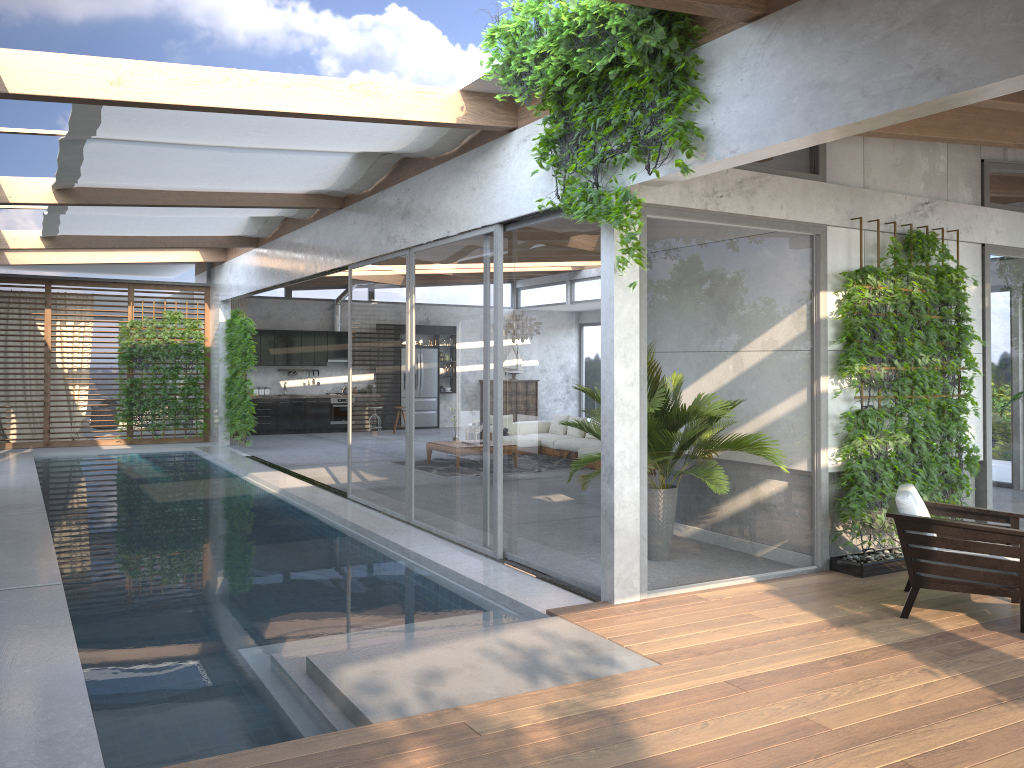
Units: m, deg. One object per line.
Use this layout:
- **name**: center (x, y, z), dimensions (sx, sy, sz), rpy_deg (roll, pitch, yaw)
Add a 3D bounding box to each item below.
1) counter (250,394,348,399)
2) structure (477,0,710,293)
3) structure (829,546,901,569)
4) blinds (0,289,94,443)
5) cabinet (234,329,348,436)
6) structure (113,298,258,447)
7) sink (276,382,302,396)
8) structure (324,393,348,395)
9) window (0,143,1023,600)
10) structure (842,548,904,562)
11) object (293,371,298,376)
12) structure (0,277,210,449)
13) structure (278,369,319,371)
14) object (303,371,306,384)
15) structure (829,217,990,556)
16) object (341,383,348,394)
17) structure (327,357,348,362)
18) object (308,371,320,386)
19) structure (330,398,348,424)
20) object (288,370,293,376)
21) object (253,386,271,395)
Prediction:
- **counter**: center (-4.816, 1.135, 19.813), dimensions (3.806, 0.061, 0.607), rpy_deg (1, -1, -29)
- **structure**: center (0.467, -1.348, 5.529), dimensions (0.918, 2.058, 1.821), rpy_deg (0, 1, -32)
- **structure**: center (2.719, 1.463, 8.290), dimensions (2.012, 0.596, 2.203), rpy_deg (1, -1, -29)
- **blinds**: center (-8.846, 0.437, 16.428), dimensions (2.087, 2.904, 0.692), rpy_deg (0, 1, -26)
- **cabinet**: center (-3.915, 0.714, 20.336), dimensions (5.901, 2.506, 0.709), rpy_deg (1, 1, -31)
- **structure**: center (-5.192, 0.414, 12.544), dimensions (2.740, 2.690, 10.281), rpy_deg (0, -1, -12)
- **sink**: center (-4.990, 1.072, 19.714), dimensions (0.526, 0.515, 0.514), rpy_deg (0, 0, -29)
- **structure**: center (-3.950, 1.101, 20.304), dimensions (0.605, 0.032, 0.496), rpy_deg (1, -1, -29)
- **window**: center (-0.650, -0.017, 14.043), dimensions (14.294, 3.768, 23.276), rpy_deg (1, -1, -29)
- **structure**: center (2.918, 1.602, 6.938), dimensions (0.928, 0.044, 0.231), rpy_deg (1, -1, -29)
- **object**: center (-4.889, 0.618, 20.023), dimensions (0.117, 0.139, 0.093), rpy_deg (0, 1, -12)
- **structure**: center (-7.889, 0.353, 16.561), dimensions (4.313, 3.084, 0.084), rpy_deg (0, 1, -29)
- **structure**: center (-4.824, 0.557, 20.084), dimensions (0.932, 0.046, 0.081), rpy_deg (1, -1, -29)
- **object**: center (-4.711, 0.713, 20.141), dimensions (0.071, 0.326, 0.066), rpy_deg (0, 1, -29)
- **structure**: center (3.222, 0.315, 7.136), dimensions (1.851, 2.674, 0.499), rpy_deg (0, 1, -29)
- **object**: center (-3.806, 0.968, 20.323), dimensions (0.222, 0.235, 0.222), rpy_deg (0, 0, -39)
- **structure**: center (-3.997, 0.317, 20.381), dimensions (0.600, 0.104, 0.368), rpy_deg (1, -1, -29)
- **object**: center (-4.511, 0.736, 20.218), dimensions (0.282, 0.381, 0.069), rpy_deg (0, 1, -29)
- **structure**: center (-3.943, 1.473, 20.295), dimensions (0.587, 0.589, 0.584), rpy_deg (0, 0, -29)
- **object**: center (-4.988, 0.617, 19.977), dimensions (0.117, 0.139, 0.093), rpy_deg (0, 1, -27)
- **object**: center (-5.550, 1.000, 19.635), dimensions (0.405, 0.201, 0.147), rpy_deg (0, 0, -28)
